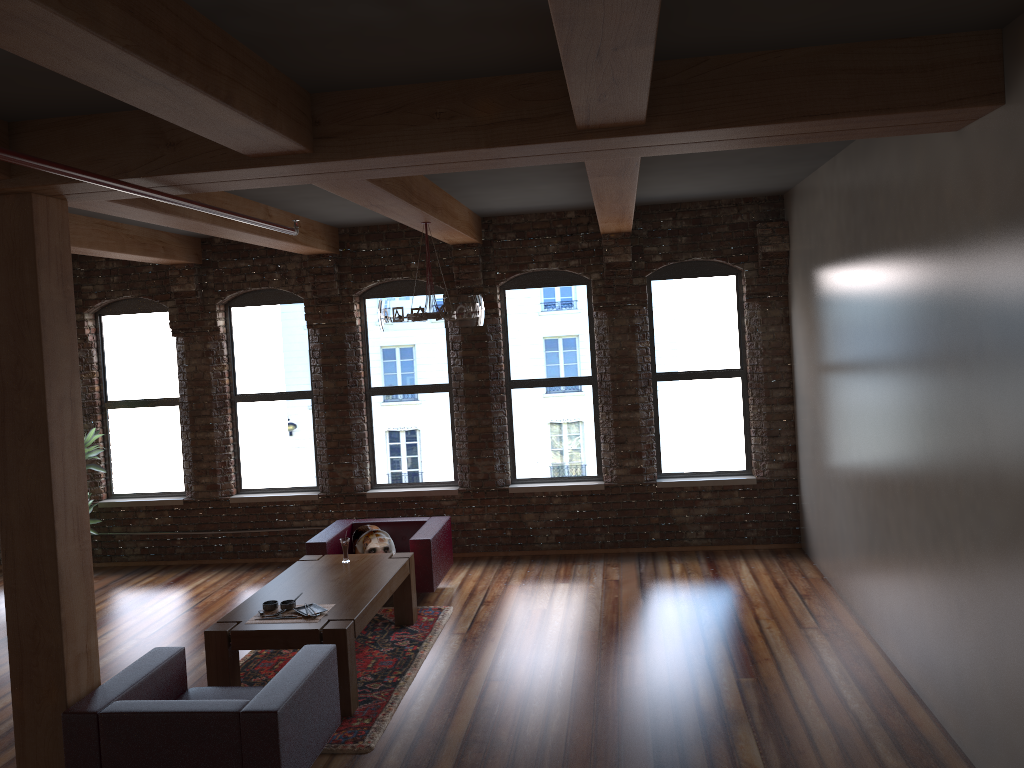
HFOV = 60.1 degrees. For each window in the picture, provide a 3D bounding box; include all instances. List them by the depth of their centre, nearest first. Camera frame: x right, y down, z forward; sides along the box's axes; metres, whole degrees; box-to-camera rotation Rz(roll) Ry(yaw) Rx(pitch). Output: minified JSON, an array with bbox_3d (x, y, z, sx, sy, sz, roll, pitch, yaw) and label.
[{"bbox_3d":[1.842,-0.119,8.722,0.968,2.213,0.235,-3,1,7],"label":"window"},{"bbox_3d":[0.389,-0.045,8.902,0.968,2.213,0.235,-3,1,7],"label":"window"},{"bbox_3d":[-1.065,0.029,9.081,0.968,2.213,0.235,-3,1,7],"label":"window"},{"bbox_3d":[-2.518,0.103,9.261,0.968,2.213,0.235,-3,1,7],"label":"window"},{"bbox_3d":[-3.970,0.177,9.441,0.968,2.213,0.235,-3,1,7],"label":"window"}]

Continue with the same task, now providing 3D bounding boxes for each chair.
[{"bbox_3d":[-1.539,1.795,4.564,1.070,0.592,0.867,-3,3,7],"label":"chair"},{"bbox_3d":[-1.125,1.559,7.752,1.070,0.592,0.867,-3,3,7],"label":"chair"}]

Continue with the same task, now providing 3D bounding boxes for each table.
[{"bbox_3d":[-1.315,1.696,6.225,0.900,0.549,1.754,-3,4,7],"label":"table"}]

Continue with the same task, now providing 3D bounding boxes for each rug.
[{"bbox_3d":[-1.297,1.971,6.183,1.343,0.009,2.468,-3,4,7],"label":"rug"}]

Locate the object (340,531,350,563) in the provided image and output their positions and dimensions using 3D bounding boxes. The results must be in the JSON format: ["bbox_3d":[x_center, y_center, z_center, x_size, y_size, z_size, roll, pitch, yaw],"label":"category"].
[{"bbox_3d":[-1.282,1.261,6.853,0.075,0.232,0.095,-2,2,40],"label":"object"}]

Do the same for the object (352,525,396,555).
[{"bbox_3d":[-1.214,1.395,7.635,0.365,0.296,0.755,-4,4,-21],"label":"object"}]

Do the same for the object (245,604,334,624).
[{"bbox_3d":[-1.406,1.463,5.645,0.469,0.001,0.353,-3,4,7],"label":"object"}]

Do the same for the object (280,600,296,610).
[{"bbox_3d":[-1.453,1.436,5.748,0.099,0.043,0.099,0,5,45],"label":"object"}]

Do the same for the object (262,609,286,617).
[{"bbox_3d":[-1.510,1.454,5.621,0.153,0.030,0.045,-4,3,-8],"label":"object"}]

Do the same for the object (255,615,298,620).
[{"bbox_3d":[-1.483,1.468,5.571,0.270,0.008,0.007,-4,2,-4],"label":"object"}]

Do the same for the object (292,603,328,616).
[{"bbox_3d":[-1.290,1.445,5.652,0.154,0.018,0.213,-6,5,-38],"label":"object"}]

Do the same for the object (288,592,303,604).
[{"bbox_3d":[-1.428,1.407,5.762,0.137,0.079,0.045,-5,2,-28],"label":"object"}]

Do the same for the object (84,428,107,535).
[{"bbox_3d":[-4.734,0.943,8.949,1.079,2.101,0.968,-3,2,20],"label":"object"}]

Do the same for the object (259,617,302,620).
[{"bbox_3d":[-1.449,1.467,5.548,0.270,0.008,0.007,-3,2,3],"label":"object"}]

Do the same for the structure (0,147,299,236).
[{"bbox_3d":[-1.910,-0.839,2.804,0.051,0.112,6.823,-3,4,7],"label":"structure"}]

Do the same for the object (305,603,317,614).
[{"bbox_3d":[-1.286,1.432,5.658,0.007,0.008,0.270,-5,4,-27],"label":"object"}]

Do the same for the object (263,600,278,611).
[{"bbox_3d":[-1.570,1.442,5.760,0.099,0.043,0.099,-1,4,33],"label":"object"}]

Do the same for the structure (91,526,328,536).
[{"bbox_3d":[-8.468,1.717,9.889,13.704,0.313,1.636,-3,4,0],"label":"structure"}]

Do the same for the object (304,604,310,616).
[{"bbox_3d":[-1.307,1.435,5.639,0.007,0.008,0.270,-4,4,-19],"label":"object"}]

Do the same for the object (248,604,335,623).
[{"bbox_3d":[-1.406,1.463,5.643,0.470,0.003,0.333,-3,4,7],"label":"object"}]

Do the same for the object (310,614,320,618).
[{"bbox_3d":[-1.228,1.448,5.528,0.059,0.021,0.018,-4,2,-6],"label":"object"}]

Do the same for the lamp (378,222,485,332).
[{"bbox_3d":[-0.632,-0.829,6.763,0.811,0.814,0.809,-6,3,-42],"label":"lamp"}]

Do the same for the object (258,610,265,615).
[{"bbox_3d":[-1.597,1.462,5.651,0.018,0.021,0.059,-5,4,-41],"label":"object"}]
